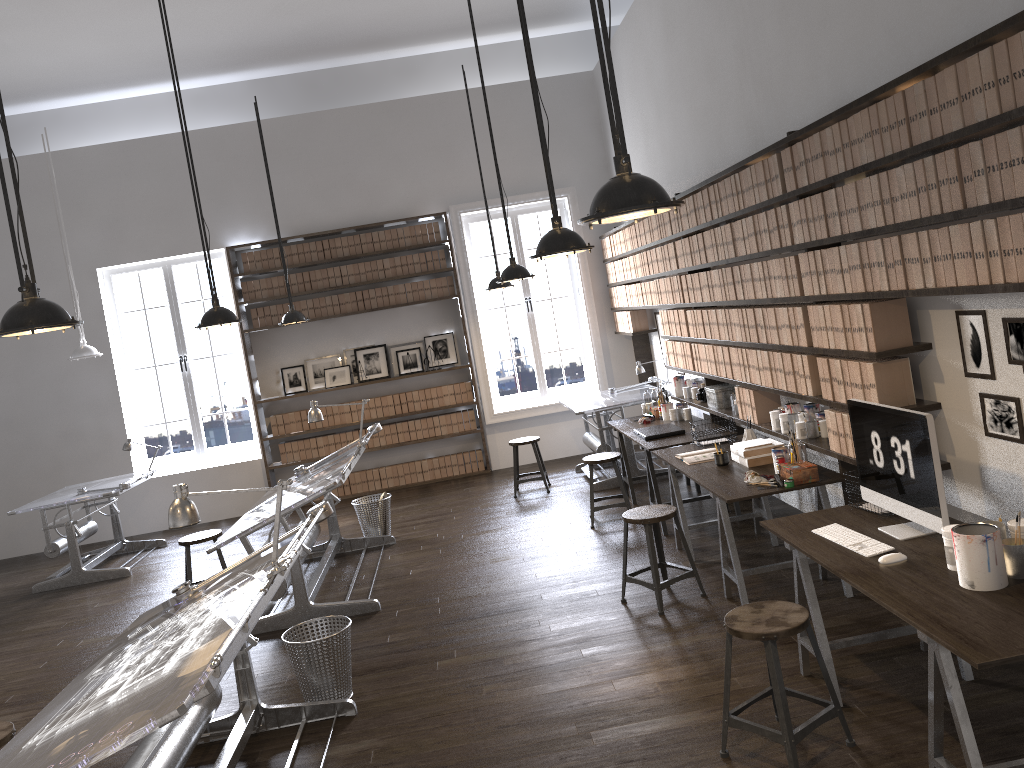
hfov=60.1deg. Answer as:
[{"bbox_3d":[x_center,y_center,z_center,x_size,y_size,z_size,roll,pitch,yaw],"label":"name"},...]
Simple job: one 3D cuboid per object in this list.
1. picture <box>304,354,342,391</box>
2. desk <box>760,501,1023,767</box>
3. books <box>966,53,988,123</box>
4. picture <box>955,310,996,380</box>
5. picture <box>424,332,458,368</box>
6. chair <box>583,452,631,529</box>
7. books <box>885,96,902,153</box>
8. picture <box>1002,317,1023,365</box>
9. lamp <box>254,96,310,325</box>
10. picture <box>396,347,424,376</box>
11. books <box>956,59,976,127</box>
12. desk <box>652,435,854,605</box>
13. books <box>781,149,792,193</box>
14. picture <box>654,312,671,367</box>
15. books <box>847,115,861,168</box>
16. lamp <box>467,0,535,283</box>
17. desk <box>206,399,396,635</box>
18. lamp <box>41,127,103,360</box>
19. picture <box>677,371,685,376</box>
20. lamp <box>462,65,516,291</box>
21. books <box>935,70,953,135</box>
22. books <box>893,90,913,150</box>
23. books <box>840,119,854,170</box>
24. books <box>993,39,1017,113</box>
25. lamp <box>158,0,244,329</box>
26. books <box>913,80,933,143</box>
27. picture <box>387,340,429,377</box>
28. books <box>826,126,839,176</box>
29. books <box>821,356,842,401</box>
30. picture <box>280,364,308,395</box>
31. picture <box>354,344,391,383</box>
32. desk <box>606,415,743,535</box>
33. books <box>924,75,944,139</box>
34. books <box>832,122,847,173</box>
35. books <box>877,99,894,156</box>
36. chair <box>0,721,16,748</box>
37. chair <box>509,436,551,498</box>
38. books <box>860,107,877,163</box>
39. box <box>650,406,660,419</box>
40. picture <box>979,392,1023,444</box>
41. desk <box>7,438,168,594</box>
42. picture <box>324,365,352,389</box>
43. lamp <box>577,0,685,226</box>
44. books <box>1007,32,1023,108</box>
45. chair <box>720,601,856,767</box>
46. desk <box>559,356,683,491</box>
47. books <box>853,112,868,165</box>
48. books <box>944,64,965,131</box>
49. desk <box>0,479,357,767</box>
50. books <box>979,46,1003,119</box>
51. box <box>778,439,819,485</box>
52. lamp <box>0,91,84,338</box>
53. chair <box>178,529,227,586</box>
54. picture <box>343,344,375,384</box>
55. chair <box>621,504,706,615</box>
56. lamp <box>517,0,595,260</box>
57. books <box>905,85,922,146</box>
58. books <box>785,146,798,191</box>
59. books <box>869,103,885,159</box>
[{"bbox_3d":[-2.148,-0.130,10.152,0.416,0.364,0.083,-10,2,-4],"label":"picture"},{"bbox_3d":[1.568,0.964,3.246,0.656,0.668,1.672,-10,5,-3],"label":"desk"},{"bbox_3d":[1.636,-1.000,2.962,0.174,0.225,0.067,-10,2,-4],"label":"books"},{"bbox_3d":[1.909,-0.164,3.641,0.022,0.284,0.202,-10,3,-4],"label":"picture"},{"bbox_3d":[-0.819,-0.391,10.216,0.343,0.364,0.161,-10,2,-4],"label":"picture"},{"bbox_3d":[0.763,0.838,7.101,0.358,0.527,0.373,-9,3,5],"label":"chair"},{"bbox_3d":[1.598,-1.042,3.520,0.174,0.225,0.067,-10,2,-4],"label":"books"},{"bbox_3d":[1.929,-0.159,3.307,0.023,0.183,0.251,-10,4,-3],"label":"picture"},{"bbox_3d":[-2.324,-1.707,8.658,0.314,2.248,0.310,-11,2,-24],"label":"lamp"},{"bbox_3d":[-1.174,-0.258,10.180,0.290,0.290,0.127,-10,2,-4],"label":"picture"},{"bbox_3d":[1.633,-1.005,3.025,0.174,0.225,0.067,-10,2,-4],"label":"books"},{"bbox_3d":[1.413,0.804,5.381,0.656,0.668,1.672,-10,5,-3],"label":"desk"},{"bbox_3d":[1.517,-1.125,4.631,0.174,0.225,0.067,-10,2,-4],"label":"books"},{"bbox_3d":[1.535,-0.442,8.881,0.040,0.573,0.416,-10,3,-3],"label":"picture"},{"bbox_3d":[1.574,-1.068,3.862,0.174,0.225,0.067,-10,2,-4],"label":"books"},{"bbox_3d":[-0.158,-1.916,6.852,0.314,2.248,0.310,-11,2,-24],"label":"lamp"},{"bbox_3d":[-1.488,0.809,6.720,1.077,1.383,2.285,-10,4,-3],"label":"desk"},{"bbox_3d":[-4.306,-1.360,8.517,0.314,2.248,0.310,-11,2,-24],"label":"lamp"},{"bbox_3d":[1.614,-0.181,8.484,0.023,0.183,0.251,-10,4,-3],"label":"picture"},{"bbox_3d":[-0.304,-2.060,8.793,0.314,2.248,0.310,-11,2,-24],"label":"lamp"},{"bbox_3d":[1.624,-1.015,3.159,0.174,0.225,0.067,-10,2,-4],"label":"books"},{"bbox_3d":[1.598,-1.036,3.445,0.174,0.225,0.067,-10,2,-4],"label":"books"},{"bbox_3d":[1.567,-1.073,3.931,0.174,0.225,0.067,-10,2,-4],"label":"books"},{"bbox_3d":[1.648,-0.989,2.820,0.174,0.225,0.067,-10,2,-4],"label":"books"},{"bbox_3d":[-2.115,-1.494,5.802,0.312,2.248,0.312,-9,2,17],"label":"lamp"},{"bbox_3d":[1.610,-1.025,3.300,0.174,0.225,0.067,-10,2,-4],"label":"books"},{"bbox_3d":[-1.194,-0.293,10.220,0.434,0.360,0.095,-10,2,-4],"label":"picture"},{"bbox_3d":[1.555,-1.083,4.074,0.174,0.225,0.067,-10,2,-4],"label":"books"},{"bbox_3d":[1.703,-0.035,4.551,0.174,0.225,0.067,-10,2,-4],"label":"books"},{"bbox_3d":[-2.494,-0.046,10.148,0.267,0.314,0.058,-10,2,-4],"label":"picture"},{"bbox_3d":[-1.601,-0.235,10.141,0.373,0.390,0.149,-10,2,-4],"label":"picture"},{"bbox_3d":[1.284,0.672,7.141,0.656,0.668,1.672,-10,5,-3],"label":"desk"},{"bbox_3d":[1.619,-1.020,3.229,0.174,0.225,0.067,-10,2,-4],"label":"books"},{"bbox_3d":[1.558,-1.077,4.001,0.174,0.225,0.067,-10,2,-4],"label":"books"},{"bbox_3d":[1.591,-1.047,3.585,0.174,0.225,0.067,-10,2,-4],"label":"books"},{"bbox_3d":[-2.048,1.634,3.418,0.357,0.527,0.373,-8,3,25],"label":"chair"},{"bbox_3d":[0.163,0.802,8.673,0.358,0.527,0.373,-9,3,5],"label":"chair"},{"bbox_3d":[1.577,-1.056,3.720,0.174,0.225,0.067,-10,2,-4],"label":"books"},{"bbox_3d":[1.288,0.238,7.689,0.137,0.083,0.212,-10,5,-4],"label":"box"},{"bbox_3d":[1.965,0.133,3.543,0.023,0.183,0.251,-10,4,-3],"label":"picture"},{"bbox_3d":[-3.894,1.163,8.474,1.172,1.187,1.271,-10,4,-4],"label":"desk"},{"bbox_3d":[-1.985,-0.080,10.089,0.300,0.228,0.145,-10,3,-4],"label":"picture"},{"bbox_3d":[0.157,-1.592,2.525,0.312,2.248,0.312,-9,2,21],"label":"lamp"},{"bbox_3d":[1.655,-0.985,2.750,0.174,0.225,0.067,-10,2,-4],"label":"books"},{"bbox_3d":[0.996,1.128,3.324,0.373,0.527,0.357,-12,4,-35],"label":"chair"},{"bbox_3d":[1.099,0.341,8.761,1.071,1.096,1.271,-10,4,-4],"label":"desk"},{"bbox_3d":[1.575,-1.062,3.792,0.174,0.225,0.067,-10,2,-4],"label":"books"},{"bbox_3d":[1.623,-1.009,3.091,0.174,0.225,0.067,-10,2,-4],"label":"books"},{"bbox_3d":[-1.244,1.059,3.378,1.077,1.383,2.073,-10,4,-3],"label":"desk"},{"bbox_3d":[1.639,-0.994,2.890,0.174,0.225,0.067,-10,2,-4],"label":"books"},{"bbox_3d":[1.498,0.403,4.668,0.137,0.207,0.212,-10,3,-3],"label":"box"},{"bbox_3d":[-1.926,-1.300,3.205,0.312,2.248,0.312,-9,2,21],"label":"lamp"},{"bbox_3d":[-2.291,1.394,6.640,0.373,0.527,0.358,-11,3,-25],"label":"chair"},{"bbox_3d":[-1.729,-0.224,10.185,0.369,0.405,0.091,-10,2,-4],"label":"picture"},{"bbox_3d":[0.838,0.997,5.129,0.360,0.527,0.371,-11,3,-30],"label":"chair"},{"bbox_3d":[0.044,-1.708,4.074,0.312,2.248,0.312,-9,2,21],"label":"lamp"},{"bbox_3d":[1.609,-1.031,3.371,0.174,0.225,0.067,-10,2,-4],"label":"books"},{"bbox_3d":[1.517,-1.119,4.557,0.174,0.225,0.067,-10,2,-4],"label":"books"},{"bbox_3d":[1.582,-1.050,3.648,0.174,0.225,0.067,-10,2,-4],"label":"books"}]
